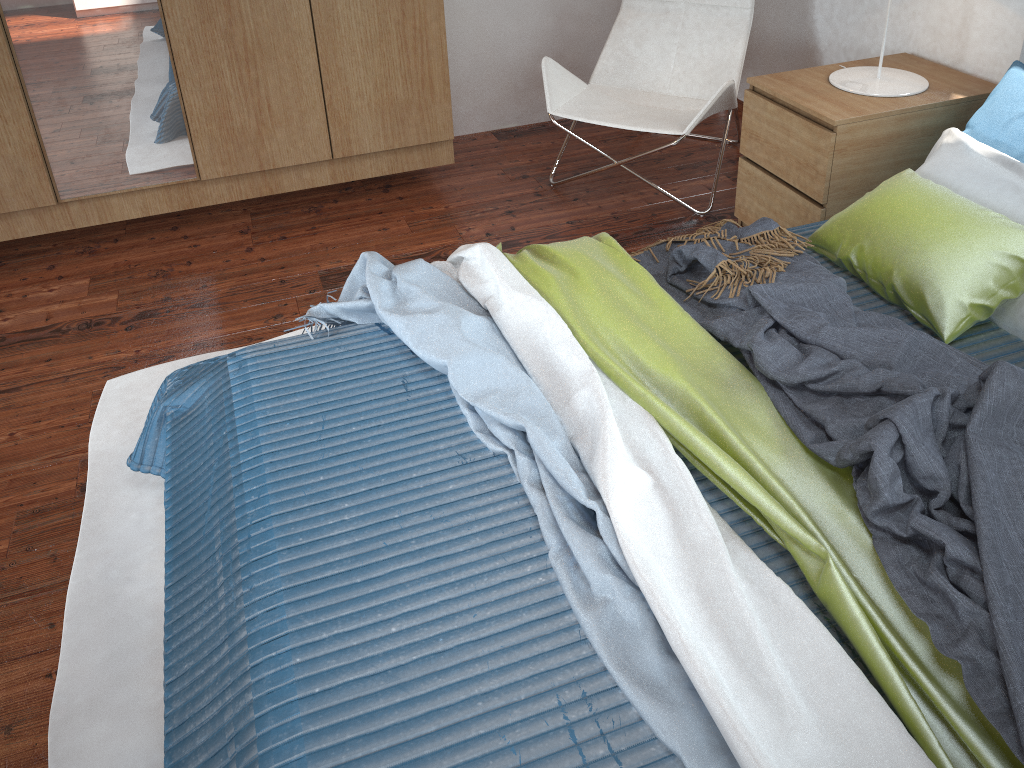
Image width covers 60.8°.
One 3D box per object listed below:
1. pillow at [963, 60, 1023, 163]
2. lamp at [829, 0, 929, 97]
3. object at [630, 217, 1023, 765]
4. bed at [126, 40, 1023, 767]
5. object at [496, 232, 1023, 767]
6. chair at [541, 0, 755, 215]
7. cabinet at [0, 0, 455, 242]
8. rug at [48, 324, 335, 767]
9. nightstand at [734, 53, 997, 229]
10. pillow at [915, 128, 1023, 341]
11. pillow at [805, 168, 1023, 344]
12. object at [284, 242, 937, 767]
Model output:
[{"bbox_3d":[1.418,-0.480,2.075,0.351,0.305,0.976,-13,36,-16],"label":"pillow"},{"bbox_3d":[1.090,-1.147,2.496,0.411,0.544,0.433,-14,33,-17],"label":"lamp"},{"bbox_3d":[0.654,0.157,1.413,0.630,0.377,2.294,-7,35,-7],"label":"object"},{"bbox_3d":[0.627,0.136,1.405,2.597,0.714,2.295,-13,35,-14],"label":"bed"},{"bbox_3d":[0.438,0.302,1.468,0.497,0.414,2.250,-14,36,-17],"label":"object"},{"bbox_3d":[0.539,-1.149,3.199,0.711,0.738,0.848,16,37,27],"label":"chair"},{"bbox_3d":[-1.385,-1.673,2.595,2.223,2.225,0.623,-13,31,-16],"label":"cabinet"},{"bbox_3d":[0.189,0.539,1.419,1.817,0.045,2.908,-13,36,-14],"label":"rug"},{"bbox_3d":[1.097,-0.686,2.746,0.614,0.501,0.458,-13,33,-15],"label":"nightstand"},{"bbox_3d":[1.142,-0.353,1.966,0.479,0.332,0.932,-15,36,-18],"label":"pillow"},{"bbox_3d":[1.088,-0.070,1.588,0.314,0.203,1.478,-12,36,-14],"label":"pillow"},{"bbox_3d":[0.083,0.324,1.371,0.543,0.348,2.301,-15,36,-17],"label":"object"}]
